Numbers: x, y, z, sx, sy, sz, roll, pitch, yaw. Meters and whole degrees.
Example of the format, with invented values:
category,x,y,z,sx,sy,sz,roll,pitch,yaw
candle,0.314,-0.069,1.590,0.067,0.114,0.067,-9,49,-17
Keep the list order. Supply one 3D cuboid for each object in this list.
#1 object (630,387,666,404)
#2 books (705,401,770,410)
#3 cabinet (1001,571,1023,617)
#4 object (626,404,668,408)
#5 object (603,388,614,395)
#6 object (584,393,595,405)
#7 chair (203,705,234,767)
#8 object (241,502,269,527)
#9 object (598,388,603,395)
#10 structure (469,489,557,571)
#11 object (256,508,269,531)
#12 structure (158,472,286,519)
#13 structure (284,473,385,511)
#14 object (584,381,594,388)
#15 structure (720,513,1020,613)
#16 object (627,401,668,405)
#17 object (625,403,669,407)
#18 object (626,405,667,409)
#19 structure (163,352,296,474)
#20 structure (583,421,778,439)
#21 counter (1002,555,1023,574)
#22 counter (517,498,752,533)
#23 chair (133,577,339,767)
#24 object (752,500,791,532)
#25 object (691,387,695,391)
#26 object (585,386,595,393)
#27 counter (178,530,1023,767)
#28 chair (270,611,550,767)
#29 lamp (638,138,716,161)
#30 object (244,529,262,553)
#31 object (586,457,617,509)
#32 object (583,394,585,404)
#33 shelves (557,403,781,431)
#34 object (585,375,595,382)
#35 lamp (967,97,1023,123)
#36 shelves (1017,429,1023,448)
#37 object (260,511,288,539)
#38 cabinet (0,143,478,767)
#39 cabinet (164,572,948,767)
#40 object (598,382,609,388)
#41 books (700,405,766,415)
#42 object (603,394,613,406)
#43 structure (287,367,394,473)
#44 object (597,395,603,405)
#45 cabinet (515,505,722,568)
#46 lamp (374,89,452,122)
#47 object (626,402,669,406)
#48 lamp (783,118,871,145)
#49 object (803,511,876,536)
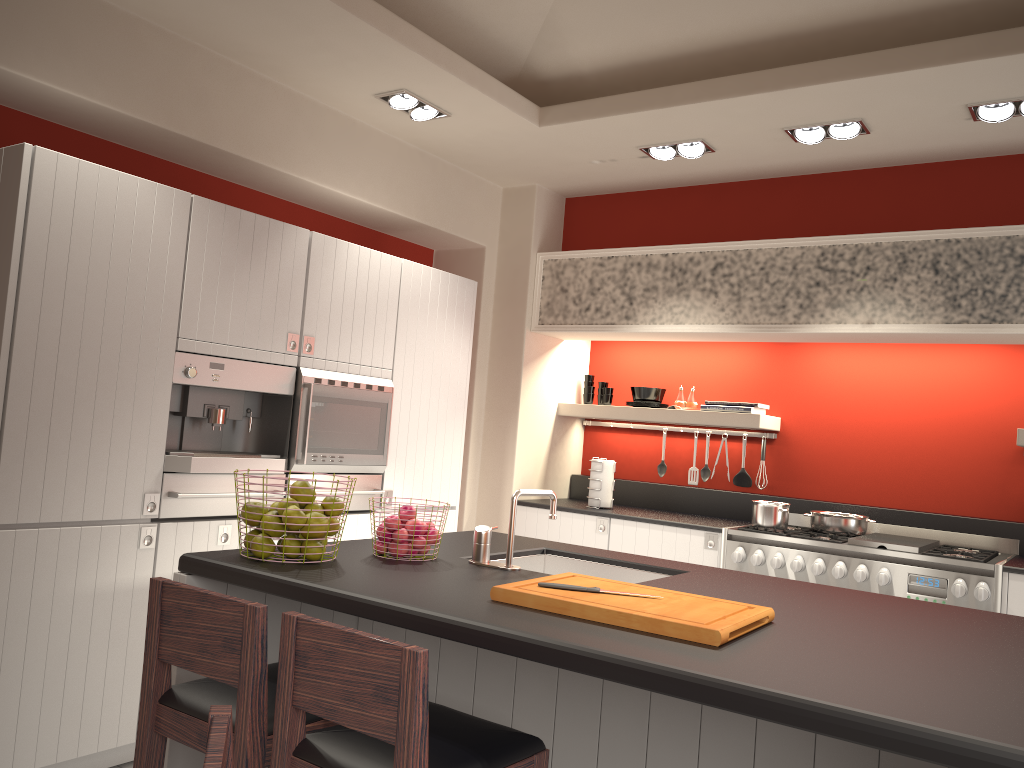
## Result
category,x,y,z,sx,sy,sz,roll,pitch,yaw
object,0.882,0.082,5.762,0.232,0.108,0.232,5,-3,-14
books,1.368,0.127,5.386,0.332,0.026,0.207,2,-4,35
cabinet,2.909,1.388,3.835,1.361,0.994,0.687,2,-4,35
object,0.877,0.149,5.758,0.280,0.016,0.280,3,-4,34
object,0.633,0.064,5.839,0.070,0.076,0.070,4,-3,6
object,0.509,0.099,5.859,0.070,0.076,0.070,4,-3,6
chair,-0.181,0.964,1.079,0.474,1.008,0.383,5,-3,-15
object,-0.727,0.368,2.506,0.077,0.068,0.076,3,-4,28
object,0.611,0.070,5.982,0.070,0.076,0.070,4,-3,6
structure,0.002,0.440,2.705,0.183,0.249,0.224,2,-4,35
object,-0.707,0.395,2.567,0.076,0.077,0.076,5,-3,-1
structure,-1.191,0.462,3.699,0.129,0.177,0.617,2,-4,35
structure,-0.836,0.518,4.217,0.129,0.177,0.617,2,-4,35
object,0.523,0.022,6.048,0.070,0.076,0.070,4,-3,6
structure,1.790,1.279,4.559,1.322,1.085,0.777,2,-4,35
object,0.878,0.133,5.759,0.280,0.016,0.280,3,-4,34
object,0.877,0.144,5.759,0.280,0.016,0.280,3,-4,34
object,0.876,0.155,5.758,0.280,0.016,0.280,3,-4,34
structure,-1.293,0.128,3.808,0.453,0.470,0.623,2,-4,35
structure,1.061,0.294,5.784,1.355,0.034,0.054,2,-4,35
counter,2.948,0.880,3.865,1.360,0.026,0.699,2,-4,35
counter,0.759,0.785,5.376,1.360,0.026,0.699,2,-4,35
chair,-0.603,0.987,2.148,0.383,1.008,0.474,2,-4,35
object,1.386,0.708,4.760,0.201,0.148,0.201,3,-4,27
object,1.146,0.032,5.609,0.026,0.032,0.023,4,-3,17
object,0.512,0.056,5.862,0.070,0.076,0.070,4,-3,6
counter,0.320,0.585,2.428,2.054,0.050,1.415,2,-4,35
chair,-0.224,1.003,1.886,0.383,1.008,0.474,2,-4,37
lamp,0.878,-1.263,4.722,0.361,0.109,0.199,2,-4,35
object,-0.721,0.443,2.500,0.068,0.068,0.068,8,-4,-44
object,0.543,0.604,5.417,0.168,0.304,0.163,6,-4,-26
object,0.516,0.110,6.043,0.070,0.076,0.070,4,-3,6
shelves,0.969,0.207,5.661,1.379,0.083,0.376,2,-4,35
object,0.527,-0.021,6.050,0.070,0.076,0.070,4,-3,6
lamp,2.179,-1.208,3.824,0.361,0.103,0.199,2,-4,35
shelves,3.167,0.303,4.143,1.379,0.083,0.376,2,-4,35
object,-0.664,0.393,2.477,0.076,0.077,0.076,5,-3,-1
cabinet,-1.290,0.409,4.158,0.717,2.251,2.556,2,-4,35
cabinet,0.272,1.115,2.401,2.034,1.011,1.422,2,-4,35
object,0.615,0.026,5.985,0.070,0.076,0.070,4,-3,6
books,1.339,0.158,5.376,0.331,0.042,0.207,2,-4,40
object,0.629,0.108,5.836,0.070,0.076,0.070,4,-3,6
structure,-0.878,0.183,4.279,0.332,0.473,0.610,2,-4,35
object,0.608,0.114,5.980,0.070,0.076,0.070,4,-3,6
cabinet,0.716,1.292,5.350,1.361,0.994,0.687,2,-4,35
lamp,-0.487,-1.382,4.391,0.199,0.084,0.361,2,-4,35
object,0.877,0.139,5.759,0.280,0.016,0.280,3,-4,34
lamp,1.520,-1.236,4.278,0.361,0.104,0.199,2,-4,35
object,1.793,0.765,4.868,0.309,0.105,0.309,6,-3,-28
